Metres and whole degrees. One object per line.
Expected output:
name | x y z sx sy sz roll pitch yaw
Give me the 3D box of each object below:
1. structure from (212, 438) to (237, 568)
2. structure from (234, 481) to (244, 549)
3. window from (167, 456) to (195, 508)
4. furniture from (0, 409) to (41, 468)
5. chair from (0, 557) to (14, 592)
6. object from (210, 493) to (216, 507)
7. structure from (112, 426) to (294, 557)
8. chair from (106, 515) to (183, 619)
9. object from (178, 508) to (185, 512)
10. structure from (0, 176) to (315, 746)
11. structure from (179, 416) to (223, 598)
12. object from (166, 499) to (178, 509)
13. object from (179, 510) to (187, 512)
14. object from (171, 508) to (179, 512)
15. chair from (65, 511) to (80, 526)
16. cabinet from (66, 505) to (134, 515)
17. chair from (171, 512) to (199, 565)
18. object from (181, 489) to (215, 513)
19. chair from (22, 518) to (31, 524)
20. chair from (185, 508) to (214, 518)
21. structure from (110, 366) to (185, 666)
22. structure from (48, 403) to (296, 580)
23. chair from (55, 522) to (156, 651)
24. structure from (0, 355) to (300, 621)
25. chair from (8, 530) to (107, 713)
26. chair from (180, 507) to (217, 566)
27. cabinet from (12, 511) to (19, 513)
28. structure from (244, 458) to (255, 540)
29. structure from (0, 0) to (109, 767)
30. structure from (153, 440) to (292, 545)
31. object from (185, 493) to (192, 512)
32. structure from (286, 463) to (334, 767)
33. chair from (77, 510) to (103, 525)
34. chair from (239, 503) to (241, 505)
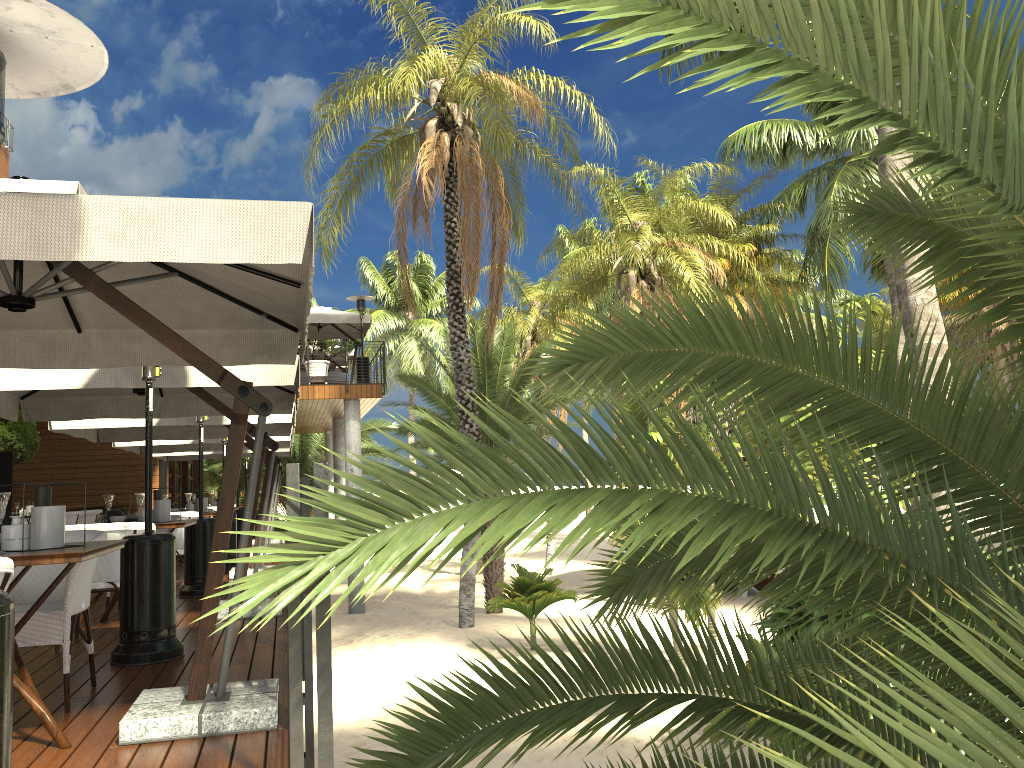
structure | -3.830 1.318 11.803 0.699 2.197 0.698 1 -8 -26
structure | -4.645 1.712 15.010 0.699 2.197 0.698 1 -8 -26
window | -12.728 -5.420 18.992 14.482 18.006 38.344 3 -8 -37
furniture | -8.509 1.444 13.120 2.616 2.729 2.688 0 -7 -24
chair | -1.923 0.929 2.703 0.627 0.790 0.615 -1 -7 -13
object | -4.425 1.726 13.112 0.082 0.227 0.082 -1 -7 -13
structure | -4.542 1.465 13.407 2.413 2.338 2.408 -1 -7 -14
chair | -3.108 1.514 7.468 0.627 0.790 0.615 -1 -7 -13
object | -3.835 1.464 10.239 0.116 0.065 0.115 -1 -7 -16
structure | -2.071 0.268 3.680 2.413 2.338 2.408 -1 -7 -14
structure | -3.018 0.925 8.605 0.699 2.197 0.698 1 -8 -26
object | -3.886 1.388 10.055 0.163 0.179 0.167 -1 -7 -12
object | -3.672 1.430 9.892 0.080 0.042 0.080 -8 -8 37
object | -3.769 1.420 9.867 0.116 0.065 0.115 -1 -7 -16
chair | -7.658 2.560 14.944 0.616 0.790 0.626 -7 -8 31
cabinet | -8.517 2.901 17.834 1.611 0.840 0.556 -1 -7 -14
chair | -3.590 1.736 9.264 0.627 0.790 0.615 -1 -7 -13
object | -3.595 1.341 10.133 0.263 0.264 0.263 -7 -8 30
chair | -8.999 2.731 15.912 0.616 0.790 0.626 -7 -8 31
chair | -3.959 1.926 10.818 0.627 0.790 0.615 -1 -7 -13
structure | -2.188 0.523 5.342 0.699 2.197 0.698 1 -8 -26
structure | -3.718 1.066 10.165 2.413 2.338 2.408 -1 -7 -14
chair | -2.753 1.331 5.970 0.627 0.790 0.615 -1 -7 -13
structure | -2.894 0.667 6.922 2.413 2.338 2.408 -1 -7 -14
chair | -2.290 1.118 4.246 0.627 0.790 0.615 -1 -7 -13
chair | -4.424 2.140 12.545 0.627 0.790 0.615 -1 -7 -13
cabinet | -10.088 2.931 17.431 1.611 0.840 0.556 -1 -7 -14
structure | -5.462 2.108 18.224 0.699 2.197 0.698 1 -8 -26
structure | -1.382 0.132 2.167 0.699 2.197 0.698 1 -8 -26
structure | -5.366 1.864 16.649 2.413 2.338 2.408 -1 -7 -14
object | -3.603 1.328 9.877 0.082 0.227 0.082 -1 -7 -13
structure | -3.673 2.302 14.524 0.163 1.156 26.205 -1 -7 -14
chair | -7.811 2.696 16.103 0.627 0.790 0.616 -7 -8 31
chair | -5.612 2.727 17.323 0.627 0.790 0.615 -1 -7 -13
